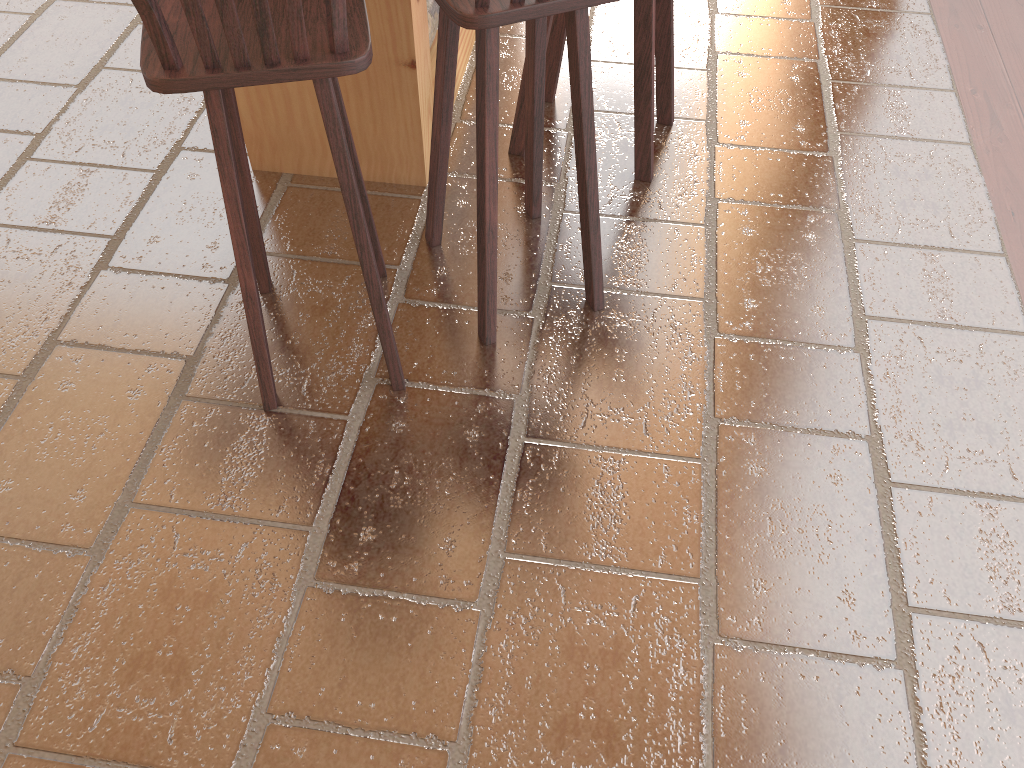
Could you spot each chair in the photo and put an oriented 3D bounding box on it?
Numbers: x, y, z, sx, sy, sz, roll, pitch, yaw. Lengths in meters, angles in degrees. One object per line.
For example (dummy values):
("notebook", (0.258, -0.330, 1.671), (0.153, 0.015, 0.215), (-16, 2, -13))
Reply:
("chair", (0.012, -0.707, 1.873), (0.406, 1.319, 0.504), (-18, 53, -15))
("chair", (-0.456, -0.532, 1.725), (0.406, 1.319, 0.504), (-9, 51, -8))
("chair", (0.283, -1.192, 2.276), (0.504, 1.319, 0.406), (15, 52, 11))

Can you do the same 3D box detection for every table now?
("table", (-0.514, -1.999, 2.981), (1.196, 1.257, 3.220), (7, 51, 5))
